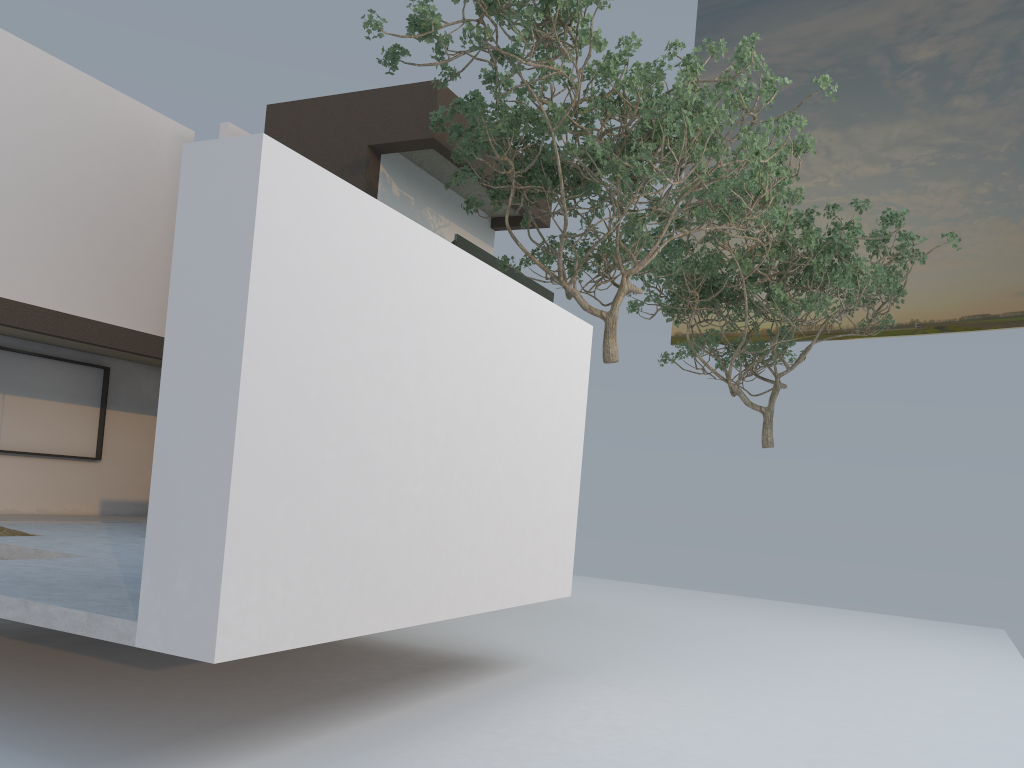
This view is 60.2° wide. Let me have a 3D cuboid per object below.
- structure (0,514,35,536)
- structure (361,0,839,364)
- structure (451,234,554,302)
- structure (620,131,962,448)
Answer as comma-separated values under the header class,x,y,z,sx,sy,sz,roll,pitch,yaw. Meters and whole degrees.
class,x,y,z,sx,sy,sz,roll,pitch,yaw
structure,-4.798,1.243,7.910,1.201,0.291,0.752,2,-7,26
structure,1.079,-2.087,9.684,4.331,3.688,5.780,4,-5,6
structure,-1.424,0.024,11.320,1.155,3.932,6.598,4,-5,26
structure,4.460,-1.238,15.361,5.504,4.687,7.346,4,-5,6
